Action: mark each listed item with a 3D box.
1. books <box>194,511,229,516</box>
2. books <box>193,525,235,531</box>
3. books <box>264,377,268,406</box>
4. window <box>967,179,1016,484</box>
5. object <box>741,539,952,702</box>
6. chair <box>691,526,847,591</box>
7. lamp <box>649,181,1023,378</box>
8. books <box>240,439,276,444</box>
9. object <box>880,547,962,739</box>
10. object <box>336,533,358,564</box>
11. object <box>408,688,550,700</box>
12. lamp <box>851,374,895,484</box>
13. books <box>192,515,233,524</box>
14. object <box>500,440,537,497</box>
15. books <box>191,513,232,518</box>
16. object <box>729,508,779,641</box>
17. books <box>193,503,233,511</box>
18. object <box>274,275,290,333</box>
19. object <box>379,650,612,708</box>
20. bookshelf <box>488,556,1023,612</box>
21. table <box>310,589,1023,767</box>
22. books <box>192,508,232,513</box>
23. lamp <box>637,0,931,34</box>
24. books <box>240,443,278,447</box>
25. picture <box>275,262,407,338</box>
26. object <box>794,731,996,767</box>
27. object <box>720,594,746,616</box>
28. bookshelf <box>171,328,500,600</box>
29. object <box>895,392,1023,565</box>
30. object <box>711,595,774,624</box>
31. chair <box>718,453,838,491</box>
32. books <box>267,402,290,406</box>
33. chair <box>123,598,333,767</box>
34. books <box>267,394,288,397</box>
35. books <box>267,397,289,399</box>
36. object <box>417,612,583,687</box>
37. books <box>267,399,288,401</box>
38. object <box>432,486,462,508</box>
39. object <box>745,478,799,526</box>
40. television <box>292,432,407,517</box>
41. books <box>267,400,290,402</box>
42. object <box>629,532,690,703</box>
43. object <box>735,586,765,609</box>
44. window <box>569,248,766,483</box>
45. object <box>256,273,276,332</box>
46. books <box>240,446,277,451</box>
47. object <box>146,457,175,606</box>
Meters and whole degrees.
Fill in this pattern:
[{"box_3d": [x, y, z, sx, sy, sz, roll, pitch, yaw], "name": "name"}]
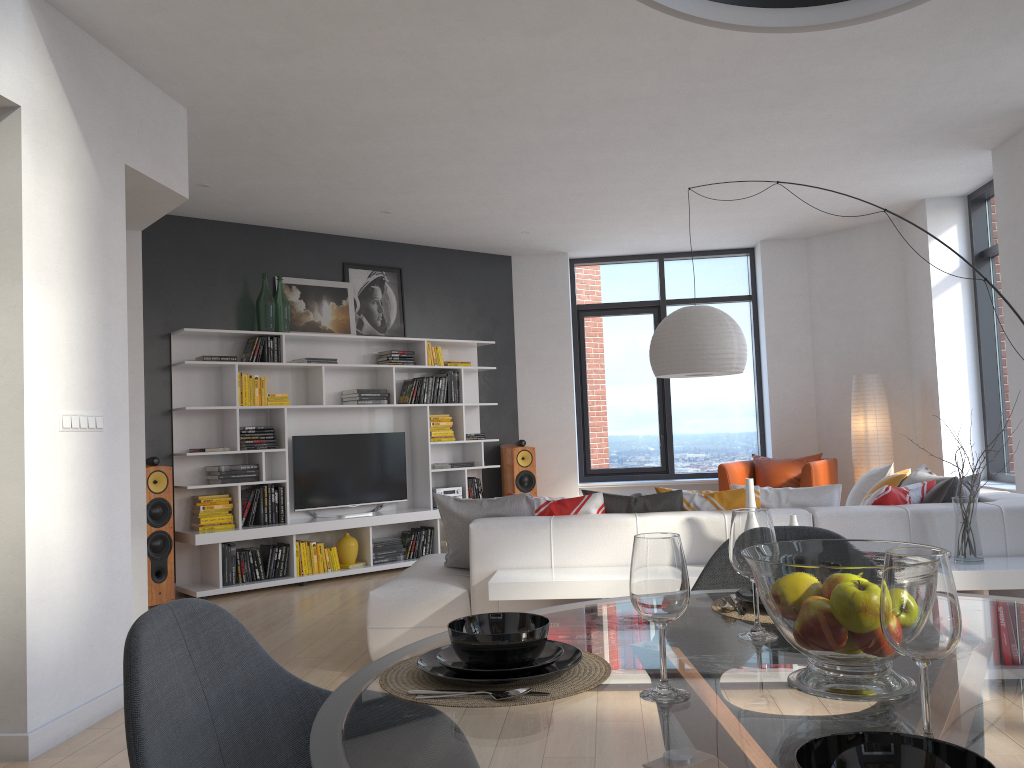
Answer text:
[{"box_3d": [-2.355, 1.011, 6.939, 0.228, 0.024, 0.152, 0, -4, -35], "name": "books"}, {"box_3d": [-2.335, 1.120, 6.936, 0.270, 0.029, 0.204, 0, -4, -34], "name": "books"}, {"box_3d": [-2.051, 0.069, 7.261, 0.024, 0.234, 0.172, 0, -4, -39], "name": "books"}, {"box_3d": [3.919, -0.436, 6.786, 0.170, 2.402, 1.310, -3, -3, 6], "name": "window"}, {"box_3d": [0.471, 0.329, 1.249, 0.278, 0.184, 0.278, -3, -3, 14], "name": "object"}, {"box_3d": [0.620, 0.775, 1.842, 0.655, 0.891, 0.619, -3, -3, 12], "name": "chair"}, {"box_3d": [2.170, -0.004, 4.685, 3.199, 2.647, 0.710, -5, -4, 42], "name": "lamp"}, {"box_3d": [-2.086, 0.469, 7.199, 0.266, 0.030, 0.209, 0, -4, -41], "name": "books"}, {"box_3d": [0.455, 0.296, 0.984, 0.083, 0.220, 0.083, 0, -4, -33], "name": "object"}, {"box_3d": [-1.397, 1.392, 7.523, 0.185, 0.257, 0.185, -4, -4, 28], "name": "object"}, {"box_3d": [-0.026, 0.440, 1.376, 0.206, 0.015, 0.309, -3, -3, 10], "name": "object"}, {"box_3d": [3.325, 0.674, 7.783, 0.502, 1.550, 0.804, 0, -4, -34], "name": "lamp"}, {"box_3d": [-2.348, 1.059, 6.949, 0.255, 0.044, 0.198, 0, -4, -39], "name": "books"}, {"box_3d": [0.050, 1.097, 8.785, 0.290, 1.088, 0.434, -1, -4, -24], "name": "object"}, {"box_3d": [-2.360, 1.031, 6.960, 0.263, 0.015, 0.198, 0, -4, -36], "name": "books"}, {"box_3d": [0.424, 0.330, 1.551, 0.083, 0.220, 0.083, -1, -3, -22], "name": "object"}, {"box_3d": [-2.349, 0.964, 6.969, 0.250, 0.035, 0.185, 0, -4, -36], "name": "books"}, {"box_3d": [-1.945, -0.662, 7.452, 0.157, 0.507, 0.157, -1, -4, -26], "name": "object"}, {"box_3d": [-0.026, 0.448, 1.383, 0.360, 0.002, 0.360, -1, -3, -19], "name": "object"}, {"box_3d": [1.215, 1.068, 3.919, 2.600, 0.500, 0.356, -3, -3, 6], "name": "bookshelf"}, {"box_3d": [0.498, 0.802, 1.233, 1.499, 0.764, 1.499, -2, -3, -5], "name": "table"}, {"box_3d": [-2.358, 0.991, 6.962, 0.251, 0.019, 0.180, 0, -4, -39], "name": "books"}, {"box_3d": [0.335, -2.889, 1.439, 1.000, 4.513, 1.000, -3, -3, 8], "name": "lamp"}, {"box_3d": [-2.068, 0.495, 7.188, 0.270, 0.025, 0.189, 0, -4, -40], "name": "books"}, {"box_3d": [-1.507, -0.748, 7.947, 1.279, 0.707, 0.076, 0, -4, -39], "name": "picture"}, {"box_3d": [0.326, 0.360, 0.755, 0.258, 0.074, 0.258, -4, -4, 26], "name": "object"}, {"box_3d": [0.574, 0.438, 1.780, 0.309, 0.015, 0.206, -3, -3, 10], "name": "object"}, {"box_3d": [-1.336, 0.609, 7.696, 3.000, 2.052, 0.455, 0, -4, -39], "name": "bookshelf"}, {"box_3d": [2.006, 0.408, 3.849, 0.607, 0.744, 0.406, 1, -5, -44], "name": "object"}, {"box_3d": [0.583, 0.446, 1.779, 0.360, 0.002, 0.360, 1, -4, -42], "name": "object"}, {"box_3d": [2.483, 1.072, 8.134, 0.896, 0.858, 0.843, -5, -4, 38], "name": "chair"}, {"box_3d": [-1.954, 0.169, 7.313, 0.190, 0.033, 0.147, 0, -4, -39], "name": "books"}, {"box_3d": [-0.249, 0.784, 1.364, 0.619, 0.891, 0.655, -3, -3, 7], "name": "chair"}, {"box_3d": [-1.966, 0.097, 7.325, 0.186, 0.026, 0.138, 0, -4, -39], "name": "books"}, {"box_3d": [-1.955, 0.117, 7.316, 0.187, 0.014, 0.134, 0, -4, -39], "name": "books"}, {"box_3d": [-0.019, 0.410, 1.383, 0.258, 0.074, 0.258, -2, -3, -14], "name": "object"}, {"box_3d": [-1.949, 0.131, 7.300, 0.169, 0.018, 0.113, 0, -4, -38], "name": "books"}, {"box_3d": [-0.652, 1.054, 8.273, 0.285, 0.174, 0.270, 0, -4, -39], "name": "object"}, {"box_3d": [1.170, 0.625, 4.006, 0.316, 0.398, 0.319, -4, -4, 30], "name": "object"}, {"box_3d": [-1.404, 0.790, 7.767, 1.102, 0.704, 0.207, 0, -4, -39], "name": "television"}, {"box_3d": [-1.957, 0.146, 7.318, 0.196, 0.011, 0.148, 0, -4, -39], "name": "books"}, {"box_3d": [0.207, 0.320, 1.230, 0.083, 0.220, 0.083, -5, -4, 34], "name": "object"}, {"box_3d": [0.583, 0.408, 1.792, 0.258, 0.074, 0.258, -2, -3, -14], "name": "object"}, {"box_3d": [1.642, -0.191, 9.458, 1.960, 2.402, 0.170, -3, -3, 6], "name": "window"}, {"box_3d": [-2.030, -0.667, 7.310, 0.157, 0.507, 0.157, -1, -4, -26], "name": "object"}, {"box_3d": [-2.067, 0.520, 7.184, 0.263, 0.026, 0.189, 0, -4, -41], "name": "books"}, {"box_3d": [-2.731, 1.084, 6.544, 0.434, 1.088, 0.290, -5, -4, 36], "name": "object"}]
